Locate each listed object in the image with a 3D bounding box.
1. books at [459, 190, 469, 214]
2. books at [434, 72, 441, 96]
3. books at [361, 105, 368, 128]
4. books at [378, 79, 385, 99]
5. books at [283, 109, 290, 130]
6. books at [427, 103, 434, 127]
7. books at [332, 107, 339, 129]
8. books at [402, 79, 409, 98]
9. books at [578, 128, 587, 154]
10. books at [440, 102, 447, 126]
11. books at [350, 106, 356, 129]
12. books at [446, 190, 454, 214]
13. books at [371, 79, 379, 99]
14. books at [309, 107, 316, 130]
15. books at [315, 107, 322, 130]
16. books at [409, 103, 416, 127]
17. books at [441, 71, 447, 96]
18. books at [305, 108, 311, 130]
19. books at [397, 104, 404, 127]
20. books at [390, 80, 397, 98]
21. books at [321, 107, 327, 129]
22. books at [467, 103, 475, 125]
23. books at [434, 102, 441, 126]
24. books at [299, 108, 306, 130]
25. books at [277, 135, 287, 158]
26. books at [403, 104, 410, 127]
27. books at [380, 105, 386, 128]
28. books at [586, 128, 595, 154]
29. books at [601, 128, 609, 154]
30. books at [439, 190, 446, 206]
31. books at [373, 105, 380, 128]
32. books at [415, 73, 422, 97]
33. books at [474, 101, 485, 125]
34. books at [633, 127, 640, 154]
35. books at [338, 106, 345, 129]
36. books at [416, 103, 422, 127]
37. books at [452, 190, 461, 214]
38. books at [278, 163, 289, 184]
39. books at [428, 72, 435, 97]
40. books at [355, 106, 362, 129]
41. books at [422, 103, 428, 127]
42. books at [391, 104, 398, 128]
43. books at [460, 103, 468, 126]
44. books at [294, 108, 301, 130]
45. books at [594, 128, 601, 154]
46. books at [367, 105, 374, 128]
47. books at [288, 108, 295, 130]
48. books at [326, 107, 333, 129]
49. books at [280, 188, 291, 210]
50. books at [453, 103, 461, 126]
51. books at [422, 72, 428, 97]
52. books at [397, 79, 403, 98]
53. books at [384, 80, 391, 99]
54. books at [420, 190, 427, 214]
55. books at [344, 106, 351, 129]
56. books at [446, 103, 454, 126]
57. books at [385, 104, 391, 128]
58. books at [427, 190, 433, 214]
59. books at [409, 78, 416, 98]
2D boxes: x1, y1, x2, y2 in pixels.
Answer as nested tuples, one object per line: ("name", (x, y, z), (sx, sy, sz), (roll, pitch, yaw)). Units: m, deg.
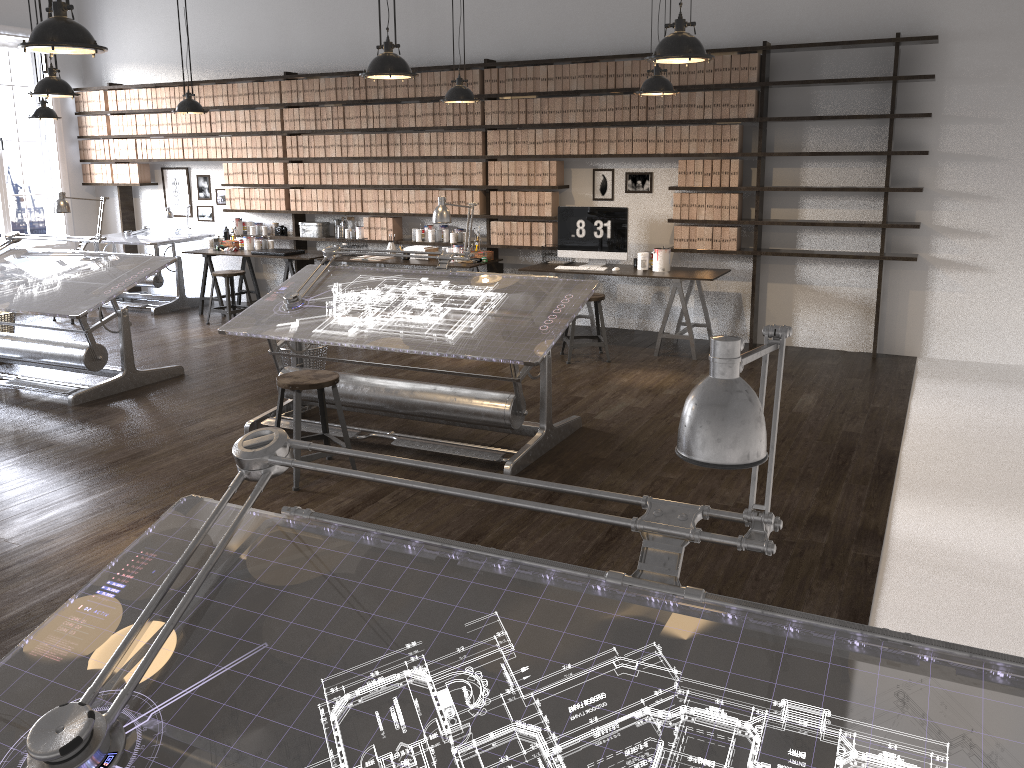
("books", (-0.432, -1.740, 8.474), (0.067, 0.223, 0.176), (5, 14, 25))
("books", (-0.661, -2.823, 8.356), (0.067, 0.223, 0.176), (5, 14, 25))
("books", (-1.417, -2.640, 8.775), (0.067, 0.223, 0.176), (5, 14, 25))
("books", (-1.228, -2.888, 8.631), (0.067, 0.223, 0.176), (5, 14, 25))
("books", (-2.288, -2.742, 9.201), (0.067, 0.223, 0.176), (5, 14, 25))
("books", (-0.734, -2.563, 8.446), (0.067, 0.223, 0.176), (5, 14, 25))
("books", (-1.729, -2.678, 8.932), (0.067, 0.223, 0.176), (5, 14, 25))
("books", (-0.980, -2.859, 8.508), (0.067, 0.223, 0.176), (5, 14, 25))
("books", (0.651, -2.147, 7.842), (0.067, 0.223, 0.176), (5, 14, 25))
("books", (-0.607, -2.550, 8.392), (0.067, 0.223, 0.176), (5, 14, 25))
("books", (-1.537, -2.655, 8.837), (0.067, 0.223, 0.176), (5, 14, 25))
("books", (-0.566, -1.755, 8.539), (0.067, 0.223, 0.176), (5, 14, 25))
("books", (-1.294, -2.895, 8.659), (0.067, 0.223, 0.176), (5, 14, 25))
("books", (-1.984, -2.705, 9.047), (0.067, 0.223, 0.176), (5, 14, 25))
("books", (-1.920, -2.699, 9.023), (0.067, 0.223, 0.176), (5, 14, 25))
("books", (-0.915, -2.584, 8.534), (0.067, 0.223, 0.176), (5, 14, 25))
("books", (-0.595, -2.816, 8.326), (0.067, 0.223, 0.176), (5, 14, 25))
("books", (-2.042, -2.713, 9.080), (0.067, 0.223, 0.176), (5, 14, 25))
("books", (-1.038, -2.599, 8.600), (0.067, 0.223, 0.176), (5, 14, 25))
("books", (-1.102, -2.874, 8.572), (0.067, 0.223, 0.176), (5, 14, 25))
("books", (-1.857, -2.692, 8.993), (0.067, 0.223, 0.176), (5, 14, 25))
("books", (-0.345, -2.520, 8.266), (0.067, 0.223, 0.176), (5, 14, 25))
("books", (-0.670, -2.557, 8.422), (0.067, 0.223, 0.176), (5, 14, 25))
("books", (-2.099, -2.719, 9.106), (0.067, 0.223, 0.176), (5, 14, 25))
("books", (-2.378, -2.492, 9.298), (0.067, 0.223, 0.176), (5, 14, 25))
("books", (-0.976, -2.592, 8.568), (0.067, 0.223, 0.176), (5, 14, 25))
("books", (-1.219, -2.619, 8.683), (0.067, 0.223, 0.176), (5, 14, 25))
("books", (0.716, -2.138, 7.805), (0.067, 0.223, 0.176), (5, 14, 25))
("books", (0.841, -2.123, 7.743), (0.067, 0.223, 0.176), (5, 14, 25))
("books", (-0.632, -1.762, 8.565), (0.067, 0.223, 0.176), (5, 14, 25))
("books", (-1.285, -2.626, 8.712), (0.067, 0.223, 0.176), (5, 14, 25))
("books", (-0.849, -2.845, 8.448), (0.067, 0.223, 0.176), (5, 14, 25))
("books", (-0.278, -2.512, 8.231), (0.067, 0.223, 0.176), (5, 14, 25))
("books", (1.101, -2.095, 7.623), (0.067, 0.223, 0.176), (5, 14, 25))
("books", (-1.664, -2.669, 8.895), (0.067, 0.223, 0.176), (5, 14, 25))
("books", (-0.849, -2.577, 8.505), (0.067, 0.223, 0.176), (5, 14, 25))
("books", (-0.501, -1.746, 8.502), (0.067, 0.223, 0.176), (5, 14, 25))
("books", (-2.375, -2.222, 9.346), (0.067, 0.223, 0.176), (5, 14, 25))
("books", (-0.722, -2.831, 8.390), (0.067, 0.223, 0.176), (5, 14, 25))
("books", (-1.482, -2.648, 8.806), (0.067, 0.223, 0.176), (5, 14, 25))
("books", (-0.792, -2.571, 8.479), (0.067, 0.223, 0.176), (5, 14, 25))
("books", (-1.104, -2.605, 8.624), (0.067, 0.223, 0.176), (5, 14, 25))
("books", (-0.414, -2.527, 8.294), (0.067, 0.223, 0.176), (5, 14, 25))
("books", (-2.165, -2.726, 9.136), (0.067, 0.223, 0.176), (5, 14, 25))
("books", (0.785, -2.131, 7.778), (0.067, 0.223, 0.176), (5, 14, 25))
("books", (-1.351, -2.634, 8.746), (0.067, 0.223, 0.176), (5, 14, 25))
("books", (-2.226, -2.734, 9.169), (0.067, 0.223, 0.176), (5, 14, 25))
("books", (-1.795, -2.684, 8.958), (0.067, 0.223, 0.176), (5, 14, 25))
("books", (-2.376, -1.960, 9.403), (0.067, 0.223, 0.176), (5, 14, 25))
("books", (-0.479, -2.536, 8.331), (0.067, 0.223, 0.176), (5, 14, 25))
("books", (-0.784, -2.839, 8.422), (0.067, 0.223, 0.176), (5, 14, 25))
("books", (-1.035, -2.867, 8.539), (0.067, 0.223, 0.176), (5, 14, 25))
("books", (-1.164, -2.882, 8.604), (0.067, 0.223, 0.176), (5, 14, 25))
("books", (-0.820, -1.782, 8.654), (0.067, 0.223, 0.176), (5, 14, 25))
("books", (-1.595, -2.663, 8.867), (0.067, 0.223, 0.176), (5, 14, 25))
("books", (-0.545, -2.542, 8.357), (0.067, 0.223, 0.176), (5, 14, 25))
("books", (-1.162, -2.613, 8.657), (0.067, 0.223, 0.176), (5, 14, 25))
("books", (-0.757, -1.777, 8.630), (0.067, 0.223, 0.176), (5, 14, 25))
("books", (-0.915, -2.852, 8.477), (0.067, 0.223, 0.176), (5, 14, 25))
